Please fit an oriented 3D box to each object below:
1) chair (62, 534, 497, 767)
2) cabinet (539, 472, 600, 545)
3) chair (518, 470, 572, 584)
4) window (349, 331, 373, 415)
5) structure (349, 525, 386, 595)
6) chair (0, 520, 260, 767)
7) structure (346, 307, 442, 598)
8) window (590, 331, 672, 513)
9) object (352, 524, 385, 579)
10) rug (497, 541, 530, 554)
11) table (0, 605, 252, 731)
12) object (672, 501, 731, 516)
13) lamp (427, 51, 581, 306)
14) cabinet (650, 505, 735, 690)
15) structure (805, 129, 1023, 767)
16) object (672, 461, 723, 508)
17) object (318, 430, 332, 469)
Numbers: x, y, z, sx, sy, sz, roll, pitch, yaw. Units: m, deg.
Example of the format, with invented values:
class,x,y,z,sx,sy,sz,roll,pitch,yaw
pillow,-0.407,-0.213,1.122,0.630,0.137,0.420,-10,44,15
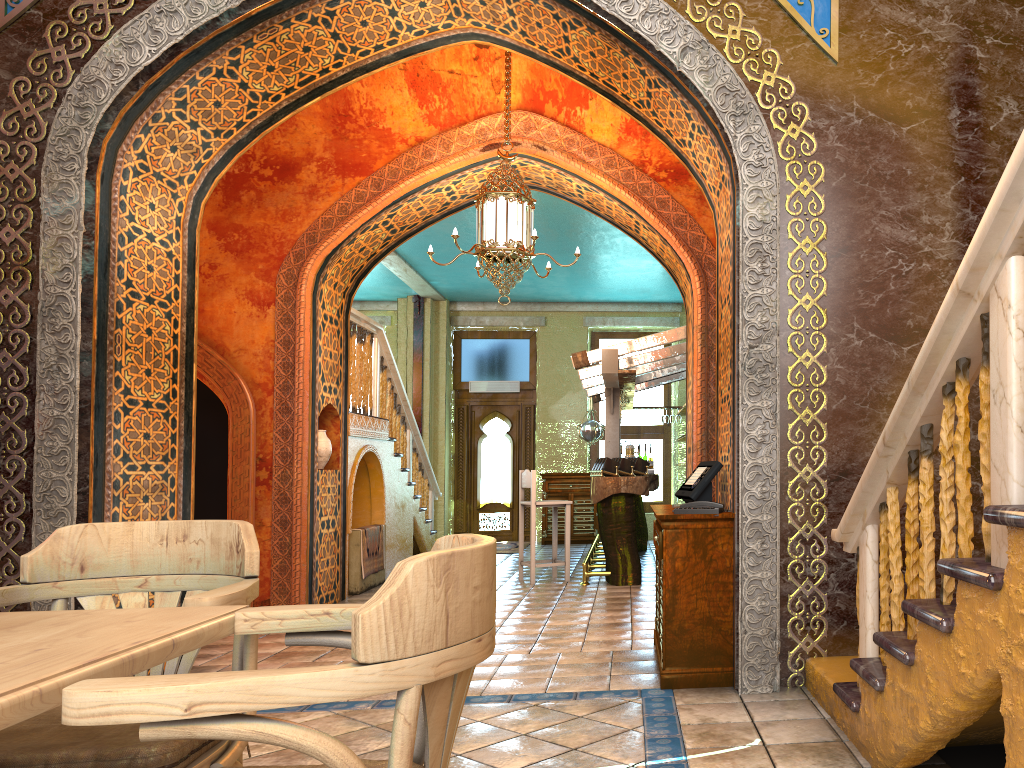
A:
class,x,y,z,sx,sy,sz,roll,pitch,yaw
chair,-0.393,0.896,1.600,0.722,1.178,0.757,0,-3,-5
cabinet,1.084,2.263,15.463,1.135,1.303,0.607,0,-2,-3
chair,0.398,1.691,10.207,0.544,1.335,0.458,1,-2,-24
window,-3.156,0.735,15.503,1.564,3.417,0.086,0,-2,-6
structure,-1.637,1.982,9.704,0.108,0.687,1.015,-1,-5,8
chair,-1.097,0.976,2.280,0.794,1.178,0.688,0,-3,-1
structure,-2.245,1.028,11.759,1.798,3.138,5.888,-1,-5,6
window,2.249,0.713,16.059,1.564,3.417,0.086,0,-2,-6
object,-1.630,1.893,9.692,0.151,0.554,0.885,-1,-5,7
rug,-0.375,2.815,14.701,1.318,0.039,2.401,-1,-6,5
table,-1.210,0.968,1.417,1.067,1.002,1.048,-1,-4,1
object,1.158,0.766,5.235,0.381,0.086,0.343,-2,-6,15
lamp,-0.055,-1.842,7.229,1.305,2.364,1.116,0,-2,0
cabinet,1.197,1.372,5.765,0.493,1.052,1.497,-1,-4,6
structure,2.300,0.012,2.575,1.838,3.138,6.477,-1,-5,7
object,1.234,0.676,5.694,0.263,0.317,0.441,0,-4,-6
object,-1.914,0.647,8.409,0.237,0.384,0.267,-1,-3,18
